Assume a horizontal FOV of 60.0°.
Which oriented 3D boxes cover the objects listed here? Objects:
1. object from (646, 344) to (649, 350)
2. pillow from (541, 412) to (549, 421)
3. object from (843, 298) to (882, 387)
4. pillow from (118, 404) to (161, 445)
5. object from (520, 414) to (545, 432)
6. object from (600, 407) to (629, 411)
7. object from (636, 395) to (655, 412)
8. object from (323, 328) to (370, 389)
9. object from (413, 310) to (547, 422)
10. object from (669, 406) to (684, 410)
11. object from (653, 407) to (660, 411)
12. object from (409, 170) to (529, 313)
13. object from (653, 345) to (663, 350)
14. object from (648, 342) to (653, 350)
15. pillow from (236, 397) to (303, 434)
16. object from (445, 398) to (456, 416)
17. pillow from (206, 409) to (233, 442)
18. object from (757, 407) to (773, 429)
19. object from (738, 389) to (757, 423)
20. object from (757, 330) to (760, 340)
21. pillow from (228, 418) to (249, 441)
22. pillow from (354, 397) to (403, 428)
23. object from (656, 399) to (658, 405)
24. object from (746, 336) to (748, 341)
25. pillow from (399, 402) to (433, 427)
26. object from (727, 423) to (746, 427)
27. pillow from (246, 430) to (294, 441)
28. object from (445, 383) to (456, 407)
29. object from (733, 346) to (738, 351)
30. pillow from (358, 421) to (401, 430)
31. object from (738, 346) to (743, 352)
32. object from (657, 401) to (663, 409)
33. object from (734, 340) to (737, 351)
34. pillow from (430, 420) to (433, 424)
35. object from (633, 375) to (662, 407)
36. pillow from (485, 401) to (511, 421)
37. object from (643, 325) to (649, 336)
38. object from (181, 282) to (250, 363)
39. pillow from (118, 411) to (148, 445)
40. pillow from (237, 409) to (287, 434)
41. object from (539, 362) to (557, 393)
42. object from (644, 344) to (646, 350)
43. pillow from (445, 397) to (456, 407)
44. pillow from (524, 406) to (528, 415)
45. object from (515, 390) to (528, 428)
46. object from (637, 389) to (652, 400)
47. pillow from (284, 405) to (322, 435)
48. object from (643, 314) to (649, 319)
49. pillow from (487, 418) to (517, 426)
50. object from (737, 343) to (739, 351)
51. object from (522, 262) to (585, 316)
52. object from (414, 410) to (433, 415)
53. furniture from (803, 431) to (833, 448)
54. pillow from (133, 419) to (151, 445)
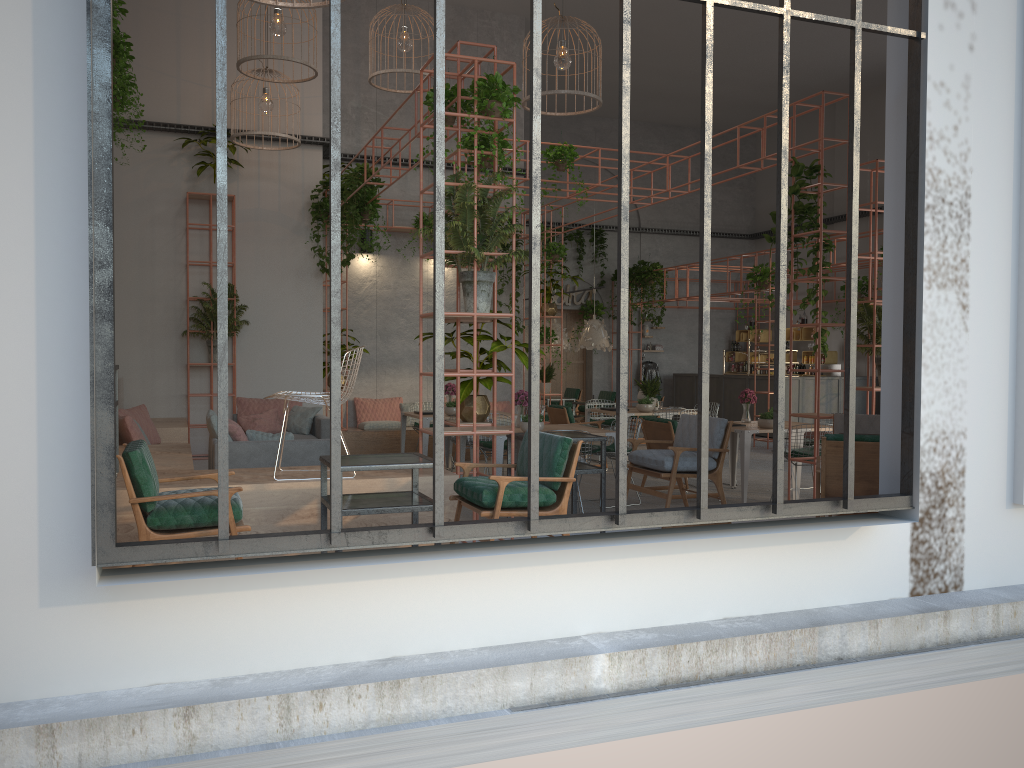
[{"bbox_3d":[3.292,-0.892,21.533,0.063,0.151,0.063,-1,2,-35],"label":"object"},{"bbox_3d":[0.553,0.590,15.774,0.491,0.149,0.637,0,2,-20],"label":"pillow"},{"bbox_3d":[3.910,-0.519,9.202,0.894,1.100,0.900,1,2,8],"label":"object"},{"bbox_3d":[-4.239,0.484,10.038,0.276,0.474,0.839,0,2,0],"label":"pillow"},{"bbox_3d":[0.203,0.375,8.981,0.247,0.247,0.252,0,2,-21],"label":"object"},{"bbox_3d":[1.497,0.368,12.943,0.268,0.031,0.427,0,2,-21],"label":"object"},{"bbox_3d":[1.881,0.275,12.534,0.248,0.247,0.254,0,2,-21],"label":"object"},{"bbox_3d":[-2.613,-0.380,13.249,0.934,0.919,0.903,2,2,41],"label":"object"},{"bbox_3d":[-0.245,-0.155,7.109,0.934,0.923,0.903,2,2,36],"label":"object"},{"bbox_3d":[2.443,0.356,13.191,0.218,0.041,0.218,0,2,-12],"label":"object"},{"bbox_3d":[2.074,0.356,12.777,0.115,0.078,0.115,0,2,-15],"label":"object"},{"bbox_3d":[-0.260,-1.077,6.637,0.894,1.101,0.900,1,2,33],"label":"object"},{"bbox_3d":[3.570,-0.888,21.647,0.219,0.149,0.129,0,2,-21],"label":"object"},{"bbox_3d":[3.369,-0.920,21.570,0.081,0.204,0.081,0,2,-20],"label":"object"},{"bbox_3d":[-3.089,0.401,11.328,0.836,0.476,0.273,0,2,-20],"label":"pillow"},{"bbox_3d":[-0.761,0.292,11.538,0.248,0.247,0.254,0,2,-21],"label":"object"},{"bbox_3d":[-2.701,0.494,8.264,0.276,0.474,0.839,0,2,-20],"label":"pillow"},{"bbox_3d":[2.878,0.384,9.938,0.247,0.247,0.252,0,2,-21],"label":"object"},{"bbox_3d":[2.851,0.263,10.732,0.213,0.414,0.225,-1,2,-28],"label":"object"},{"bbox_3d":[5.946,-1.153,21.232,0.137,0.261,0.137,1,2,15],"label":"object"},{"bbox_3d":[-2.555,0.525,8.306,0.289,0.385,0.666,0,2,-20],"label":"pillow"},{"bbox_3d":[-2.080,0.443,14.032,0.839,0.474,0.276,-1,2,-30],"label":"pillow"},{"bbox_3d":[2.096,0.296,13.409,0.165,0.154,0.210,-1,2,-31],"label":"object"},{"bbox_3d":[5.754,-1.105,21.567,0.123,0.142,0.141,0,2,-21],"label":"object"},{"bbox_3d":[-1.471,0.488,14.240,0.666,0.385,0.289,-1,2,-25],"label":"pillow"},{"bbox_3d":[2.495,0.477,10.346,0.268,0.031,0.427,0,2,-21],"label":"object"},{"bbox_3d":[-2.191,0.580,8.192,0.499,0.324,0.307,1,2,15],"label":"pillow"},{"bbox_3d":[-0.858,0.186,12.262,0.213,0.414,0.225,-1,2,-28],"label":"object"},{"bbox_3d":[5.558,-0.882,22.040,0.115,0.147,0.115,1,2,24],"label":"object"},{"bbox_3d":[-2.001,0.642,13.616,0.637,0.149,0.491,0,2,-20],"label":"pillow"},{"bbox_3d":[5.681,-0.882,22.086,0.115,0.147,0.115,1,2,24],"label":"object"},{"bbox_3d":[2.203,0.315,13.222,0.095,0.119,0.095,0,2,4],"label":"object"},{"bbox_3d":[5.579,-0.957,22.160,0.066,0.291,0.066,0,2,-14],"label":"object"},{"bbox_3d":[-1.020,0.636,13.985,0.637,0.149,0.491,0,2,-20],"label":"pillow"},{"bbox_3d":[2.006,0.120,12.955,0.438,0.527,0.368,0,2,-21],"label":"object"},{"bbox_3d":[-0.272,0.480,14.692,0.666,0.385,0.289,-1,2,-25],"label":"pillow"},{"bbox_3d":[3.252,-1.335,21.509,0.136,0.336,0.145,0,2,-7],"label":"object"},{"bbox_3d":[-4.034,-0.836,12.122,0.894,1.097,0.900,1,2,8],"label":"object"},{"bbox_3d":[-3.787,0.522,8.840,0.276,0.474,0.839,-1,2,-30],"label":"pillow"},{"bbox_3d":[-3.106,0.475,11.037,0.479,0.317,0.441,-1,2,-39],"label":"pillow"},{"bbox_3d":[0.535,-0.108,14.503,0.438,0.527,0.368,0,2,-21],"label":"object"},{"bbox_3d":[3.223,-0.899,21.529,0.055,0.164,0.092,0,2,-2],"label":"object"},{"bbox_3d":[-0.866,0.436,14.443,0.839,0.474,0.276,0,2,0],"label":"pillow"},{"bbox_3d":[0.196,0.410,15.519,0.276,0.474,0.839,-1,2,-30],"label":"pillow"},{"bbox_3d":[0.108,0.268,9.698,0.213,0.414,0.225,-1,2,-28],"label":"object"},{"bbox_3d":[1.999,0.228,13.285,0.241,0.313,0.241,1,2,24],"label":"object"},{"bbox_3d":[-2.664,0.455,11.145,0.495,0.349,0.308,1,2,29],"label":"pillow"},{"bbox_3d":[3.250,-1.638,21.491,0.133,0.145,0.133,1,2,31],"label":"object"},{"bbox_3d":[-0.068,0.630,14.344,0.637,0.149,0.491,0,2,-20],"label":"pillow"},{"bbox_3d":[5.656,-0.957,22.187,0.066,0.291,0.066,1,2,19],"label":"object"},{"bbox_3d":[0.667,-1.573,14.418,0.934,0.947,0.903,1,2,31],"label":"object"},{"bbox_3d":[-1.145,0.385,11.948,0.268,0.031,0.427,0,2,-21],"label":"object"},{"bbox_3d":[5.405,0.959,15.022,0.941,0.446,0.976,0,2,-21],"label":"furniture"},{"bbox_3d":[-4.005,0.548,9.477,0.289,0.385,0.666,-1,2,-25],"label":"pillow"}]
